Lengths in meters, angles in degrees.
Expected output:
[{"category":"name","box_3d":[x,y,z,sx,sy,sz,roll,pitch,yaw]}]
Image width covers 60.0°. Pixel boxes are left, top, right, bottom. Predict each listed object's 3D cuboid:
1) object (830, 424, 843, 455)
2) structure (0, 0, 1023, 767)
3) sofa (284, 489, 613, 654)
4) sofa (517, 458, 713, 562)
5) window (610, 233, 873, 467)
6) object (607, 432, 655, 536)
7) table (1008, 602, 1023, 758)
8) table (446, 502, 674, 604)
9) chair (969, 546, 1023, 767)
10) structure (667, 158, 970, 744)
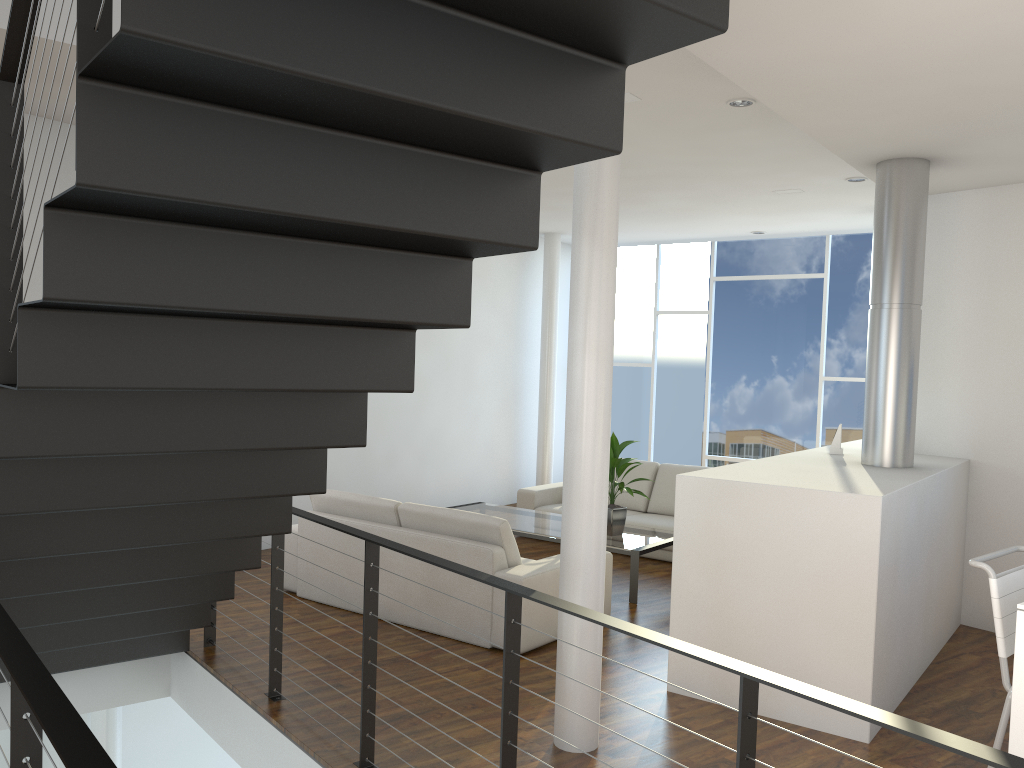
[{"category":"object","box_3d":[1.659,0.280,4.524,0.061,0.151,0.100,3,3,22]},{"category":"structure","box_3d":[-0.488,0.713,1.920,1.094,6.304,4.356,0,3,-38]},{"category":"sofa","box_3d":[-0.366,0.847,4.538,1.609,0.566,0.802,3,2,37]},{"category":"sofa","box_3d":[0.897,0.851,6.262,1.609,0.566,0.802,3,2,37]},{"category":"window","box_3d":[2.138,-1.644,7.722,3.412,5.641,0.090,4,3,36]},{"category":"object","box_3d":[0.592,0.567,5.087,0.432,0.602,0.457,3,2,21]},{"category":"table","box_3d":[1.922,0.891,2.226,1.400,0.721,0.699,1,2,-38]},{"category":"table","box_3d":[0.221,0.991,5.421,1.607,0.285,0.661,3,2,37]},{"category":"chair","box_3d":[1.516,0.862,2.297,0.428,0.766,0.554,0,3,-42]},{"category":"structure","box_3d":[1.738,0.111,4.288,0.749,2.208,2.749,4,3,35]}]
